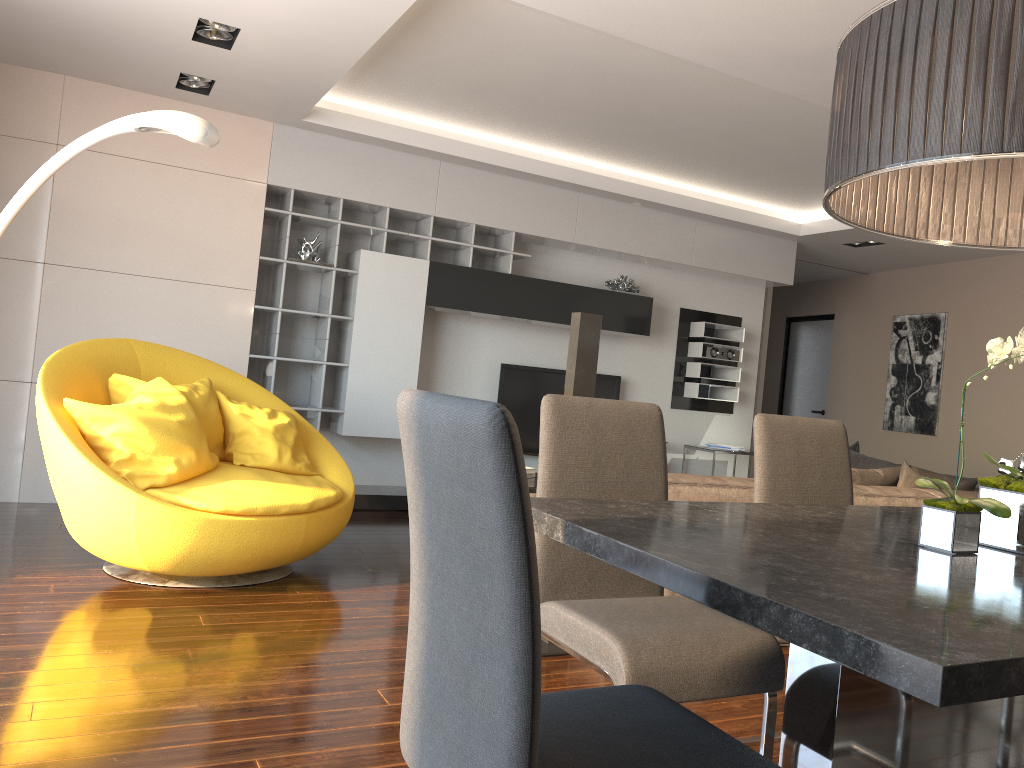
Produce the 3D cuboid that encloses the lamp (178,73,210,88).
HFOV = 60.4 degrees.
[{"bbox_3d":[-1.858,-1.773,5.140,0.182,0.077,0.171,6,0,-16],"label":"lamp"}]

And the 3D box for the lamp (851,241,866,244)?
[{"bbox_3d":[3.103,-1.295,7.915,0.184,0.077,0.170,6,0,-22],"label":"lamp"}]

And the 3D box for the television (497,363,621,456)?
[{"bbox_3d":[0.356,0.239,7.180,1.153,0.715,0.138,6,-1,-29],"label":"television"}]

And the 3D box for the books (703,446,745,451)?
[{"bbox_3d":[1.884,0.571,7.818,0.305,0.011,0.263,6,0,27],"label":"books"}]

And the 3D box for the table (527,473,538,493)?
[{"bbox_3d":[-0.028,0.691,3.859,0.471,0.563,0.573,6,0,-27],"label":"table"}]

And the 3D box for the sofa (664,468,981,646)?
[{"bbox_3d":[1.367,0.749,5.043,2.569,0.704,2.644,6,0,-17],"label":"sofa"}]

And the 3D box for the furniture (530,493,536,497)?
[{"bbox_3d":[0.447,0.786,5.366,1.134,0.440,1.057,6,0,-18],"label":"furniture"}]

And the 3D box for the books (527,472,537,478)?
[{"bbox_3d":[-0.012,0.398,3.890,0.157,0.023,0.240,6,0,23],"label":"books"}]

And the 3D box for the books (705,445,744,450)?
[{"bbox_3d":[1.890,0.561,7.826,0.310,0.011,0.260,6,0,16],"label":"books"}]

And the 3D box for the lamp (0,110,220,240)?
[{"bbox_3d":[-2.729,-0.189,3.998,4.014,1.780,0.613,6,-1,41],"label":"lamp"}]

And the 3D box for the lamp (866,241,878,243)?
[{"bbox_3d":[3.177,-1.287,7.760,0.186,0.077,0.168,6,0,-33],"label":"lamp"}]

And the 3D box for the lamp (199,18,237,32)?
[{"bbox_3d":[-1.384,-1.721,4.153,0.180,0.077,0.173,6,0,-9],"label":"lamp"}]

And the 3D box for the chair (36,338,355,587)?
[{"bbox_3d":[-1.384,0.333,4.039,1.085,1.006,1.586,6,0,30],"label":"chair"}]

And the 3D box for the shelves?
[{"bbox_3d":[-0.867,-0.426,6.344,2.012,1.601,0.362,6,-1,-29],"label":"shelves"}]

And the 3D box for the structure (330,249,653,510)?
[{"bbox_3d":[0.137,0.076,6.863,3.019,1.767,0.458,6,-1,-29],"label":"structure"}]

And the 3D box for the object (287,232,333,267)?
[{"bbox_3d":[-1.383,-0.921,5.977,0.298,0.227,0.271,6,0,-28],"label":"object"}]

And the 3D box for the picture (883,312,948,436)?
[{"bbox_3d":[3.936,-0.104,8.610,0.030,1.166,0.727,6,-1,-16],"label":"picture"}]

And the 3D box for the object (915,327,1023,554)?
[{"bbox_3d":[1.066,0.077,1.688,0.603,0.501,0.295,6,-1,-32],"label":"object"}]

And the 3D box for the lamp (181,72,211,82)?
[{"bbox_3d":[-1.783,-1.764,4.985,0.180,0.077,0.173,6,0,-9],"label":"lamp"}]

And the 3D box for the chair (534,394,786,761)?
[{"bbox_3d":[0.308,0.531,2.095,0.447,0.965,0.546,6,-1,-27],"label":"chair"}]

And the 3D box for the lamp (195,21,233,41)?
[{"bbox_3d":[-1.459,-1.729,4.308,0.182,0.077,0.171,6,0,-16],"label":"lamp"}]

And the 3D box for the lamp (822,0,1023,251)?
[{"bbox_3d":[1.064,-0.878,1.707,0.810,1.103,0.798,6,0,-3],"label":"lamp"}]

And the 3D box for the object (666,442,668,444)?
[{"bbox_3d":[1.209,0.725,7.538,0.229,0.482,0.209,6,-1,-33],"label":"object"}]

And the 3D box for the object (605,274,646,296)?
[{"bbox_3d":[0.927,-0.824,7.331,0.337,0.177,0.309,6,0,-28],"label":"object"}]

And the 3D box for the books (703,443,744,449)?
[{"bbox_3d":[1.886,0.550,7.833,0.308,0.011,0.262,6,0,21],"label":"books"}]

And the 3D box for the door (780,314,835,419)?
[{"bbox_3d":[3.484,0.235,10.415,0.159,2.094,0.968,6,-1,-15],"label":"door"}]

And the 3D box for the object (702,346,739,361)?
[{"bbox_3d":[1.869,-0.272,7.893,0.377,0.094,0.069,6,0,-29],"label":"object"}]

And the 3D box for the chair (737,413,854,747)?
[{"bbox_3d":[0.947,0.593,2.451,0.447,0.965,0.546,6,-1,-27],"label":"chair"}]

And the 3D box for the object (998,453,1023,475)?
[{"bbox_3d":[3.076,0.564,5.323,0.271,0.288,0.298,5,0,33],"label":"object"}]

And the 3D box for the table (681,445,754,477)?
[{"bbox_3d":[1.876,0.858,7.818,0.629,0.563,0.430,6,0,-28],"label":"table"}]

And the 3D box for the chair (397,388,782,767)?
[{"bbox_3d":[0.116,0.517,1.249,0.598,0.965,0.408,6,-1,-28],"label":"chair"}]

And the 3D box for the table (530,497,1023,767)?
[{"bbox_3d":[0.889,0.694,1.688,1.676,0.760,0.993,6,0,-28],"label":"table"}]

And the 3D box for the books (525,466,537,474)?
[{"bbox_3d":[-0.017,0.374,3.876,0.147,0.022,0.216,6,0,39],"label":"books"}]

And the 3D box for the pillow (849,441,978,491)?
[{"bbox_3d":[1.965,0.556,4.790,1.014,0.431,2.187,6,0,26],"label":"pillow"}]
